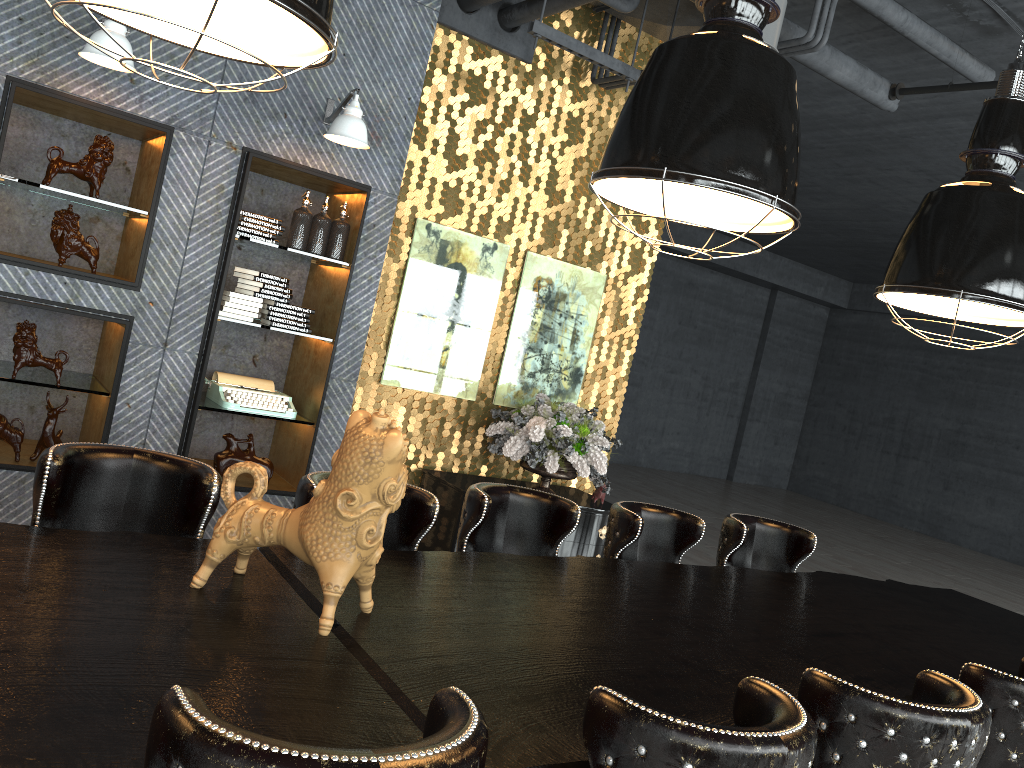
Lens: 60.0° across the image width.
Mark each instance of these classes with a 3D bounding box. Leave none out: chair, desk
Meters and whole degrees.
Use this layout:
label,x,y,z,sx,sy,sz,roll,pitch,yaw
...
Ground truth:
label,x,y,z,sx,sy,sz,roll,pitch,yaw
chair,0.584,1.103,3.808,0.503,1.092,0.569,11,3,-41
chair,-1.179,0.759,2.525,0.504,1.092,0.569,12,2,-26
chair,0.206,1.108,1.795,0.503,1.092,0.569,11,3,-36
chair,-0.415,0.984,1.401,0.503,1.092,0.569,12,2,-29
desk,-0.559,1.014,2.141,7.587,0.927,1.435,11,3,-34
chair,1.166,1.217,4.213,0.504,1.092,0.569,12,2,-25
chair,-0.023,0.981,3.447,0.503,1.092,0.569,12,2,-32
chair,-0.548,0.885,2.931,0.503,1.092,0.569,12,2,-32
chair,1.301,1.320,2.627,0.503,1.092,0.569,11,3,-40
chair,0.752,1.214,2.200,0.503,1.092,0.569,12,2,-30

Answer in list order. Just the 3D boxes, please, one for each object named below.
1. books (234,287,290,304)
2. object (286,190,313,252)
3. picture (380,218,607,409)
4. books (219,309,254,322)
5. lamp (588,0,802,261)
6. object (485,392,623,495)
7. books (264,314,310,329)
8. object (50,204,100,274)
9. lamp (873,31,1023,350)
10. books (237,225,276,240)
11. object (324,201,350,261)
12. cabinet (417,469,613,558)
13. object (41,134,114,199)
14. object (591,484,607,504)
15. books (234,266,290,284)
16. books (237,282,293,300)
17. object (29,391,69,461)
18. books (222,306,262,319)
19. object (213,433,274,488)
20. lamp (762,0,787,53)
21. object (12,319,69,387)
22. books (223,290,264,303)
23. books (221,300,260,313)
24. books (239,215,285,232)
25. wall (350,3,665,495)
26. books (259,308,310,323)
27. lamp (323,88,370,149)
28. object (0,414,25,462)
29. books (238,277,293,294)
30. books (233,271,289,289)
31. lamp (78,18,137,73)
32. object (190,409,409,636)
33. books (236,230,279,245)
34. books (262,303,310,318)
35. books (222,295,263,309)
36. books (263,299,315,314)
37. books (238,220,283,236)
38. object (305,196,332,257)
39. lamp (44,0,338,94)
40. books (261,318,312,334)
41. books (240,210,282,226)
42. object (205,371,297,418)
label,x,y,z,sx,sy,sz,roll,pitch,yaw
books,-1.417,-0.502,5.034,0.194,0.028,0.245,15,3,39
object,-1.181,-0.920,4.985,0.109,0.349,0.109,13,2,11
picture,-0.072,-0.397,6.029,1.572,1.072,0.022,11,3,-34
books,-1.544,-0.383,4.947,0.193,0.028,0.246,12,3,-19
lamp,0.752,-1.505,2.563,0.622,2.302,0.621,13,2,11
object,0.259,0.407,5.941,0.875,0.663,0.848,13,2,-3
books,-1.299,-0.363,5.113,0.245,0.028,0.194,12,3,-21
object,-2.163,-0.711,4.399,0.242,0.337,0.159,12,2,-29
lamp,1.940,-1.271,3.376,0.622,2.302,0.621,13,2,11
books,-1.455,-0.846,4.922,0.245,0.028,0.194,11,3,-30
object,-0.993,-0.883,5.112,0.109,0.349,0.108,14,2,26
cabinet,0.035,1.074,5.940,1.384,0.737,0.711,11,3,-34
object,-2.126,-1.096,4.358,0.292,0.325,0.152,11,3,-36
object,0.603,0.735,6.113,0.082,0.164,0.173,13,2,-9
books,-1.409,-0.614,4.999,0.194,0.028,0.245,14,3,27
books,-1.388,-0.522,4.979,0.194,0.028,0.245,14,3,32
object,-2.324,0.218,4.505,0.116,0.358,0.198,13,2,-4
books,-1.495,-0.399,4.916,0.193,0.028,0.246,12,3,-13
object,-1.505,0.426,5.012,0.341,0.303,0.165,12,2,-29
lamp,1.217,-2.122,4.291,0.380,1.045,0.382,12,2,-23
object,-2.309,-0.152,4.341,0.256,0.294,0.135,12,2,-26
books,-1.512,-0.490,4.916,0.193,0.028,0.246,11,3,-36
books,-1.530,-0.437,4.926,0.193,0.028,0.246,11,3,-32
books,-1.416,-0.897,4.951,0.245,0.028,0.194,11,3,-34
wall,0.017,-0.778,6.050,2.443,4.381,0.025,11,2,-34
books,-1.312,-0.395,5.110,0.245,0.028,0.194,11,3,-32
lamp,-0.864,-1.412,4.724,0.243,0.287,0.490,12,2,-18
object,-2.518,0.184,4.335,0.266,0.359,0.168,11,3,-41
books,-1.397,-0.555,5.019,0.194,0.028,0.245,14,3,26
books,-1.413,-0.586,4.996,0.194,0.028,0.245,15,3,36
lamp,-1.812,-1.589,4.077,0.243,0.287,0.490,12,2,-18
object,-0.500,0.289,2.181,0.475,0.545,0.249,14,2,19
books,-1.444,-0.816,4.948,0.245,0.028,0.194,11,3,-29
books,-1.313,-0.425,5.117,0.245,0.028,0.194,12,3,-28
books,-1.519,-0.463,4.918,0.193,0.028,0.246,11,3,-39
books,-1.289,-0.449,5.127,0.245,0.028,0.194,11,3,-35
books,-1.425,-0.869,4.938,0.245,0.028,0.194,11,3,-32
object,-1.087,-0.901,5.049,0.109,0.349,0.108,15,3,41
lamp,-0.437,-1.739,1.750,0.622,2.302,0.621,13,2,11
books,-1.304,-0.335,5.114,0.245,0.028,0.194,11,3,-33
books,-1.427,-0.927,4.938,0.245,0.028,0.194,11,3,-31
object,-1.560,0.048,5.143,0.534,0.149,0.485,11,3,-35
